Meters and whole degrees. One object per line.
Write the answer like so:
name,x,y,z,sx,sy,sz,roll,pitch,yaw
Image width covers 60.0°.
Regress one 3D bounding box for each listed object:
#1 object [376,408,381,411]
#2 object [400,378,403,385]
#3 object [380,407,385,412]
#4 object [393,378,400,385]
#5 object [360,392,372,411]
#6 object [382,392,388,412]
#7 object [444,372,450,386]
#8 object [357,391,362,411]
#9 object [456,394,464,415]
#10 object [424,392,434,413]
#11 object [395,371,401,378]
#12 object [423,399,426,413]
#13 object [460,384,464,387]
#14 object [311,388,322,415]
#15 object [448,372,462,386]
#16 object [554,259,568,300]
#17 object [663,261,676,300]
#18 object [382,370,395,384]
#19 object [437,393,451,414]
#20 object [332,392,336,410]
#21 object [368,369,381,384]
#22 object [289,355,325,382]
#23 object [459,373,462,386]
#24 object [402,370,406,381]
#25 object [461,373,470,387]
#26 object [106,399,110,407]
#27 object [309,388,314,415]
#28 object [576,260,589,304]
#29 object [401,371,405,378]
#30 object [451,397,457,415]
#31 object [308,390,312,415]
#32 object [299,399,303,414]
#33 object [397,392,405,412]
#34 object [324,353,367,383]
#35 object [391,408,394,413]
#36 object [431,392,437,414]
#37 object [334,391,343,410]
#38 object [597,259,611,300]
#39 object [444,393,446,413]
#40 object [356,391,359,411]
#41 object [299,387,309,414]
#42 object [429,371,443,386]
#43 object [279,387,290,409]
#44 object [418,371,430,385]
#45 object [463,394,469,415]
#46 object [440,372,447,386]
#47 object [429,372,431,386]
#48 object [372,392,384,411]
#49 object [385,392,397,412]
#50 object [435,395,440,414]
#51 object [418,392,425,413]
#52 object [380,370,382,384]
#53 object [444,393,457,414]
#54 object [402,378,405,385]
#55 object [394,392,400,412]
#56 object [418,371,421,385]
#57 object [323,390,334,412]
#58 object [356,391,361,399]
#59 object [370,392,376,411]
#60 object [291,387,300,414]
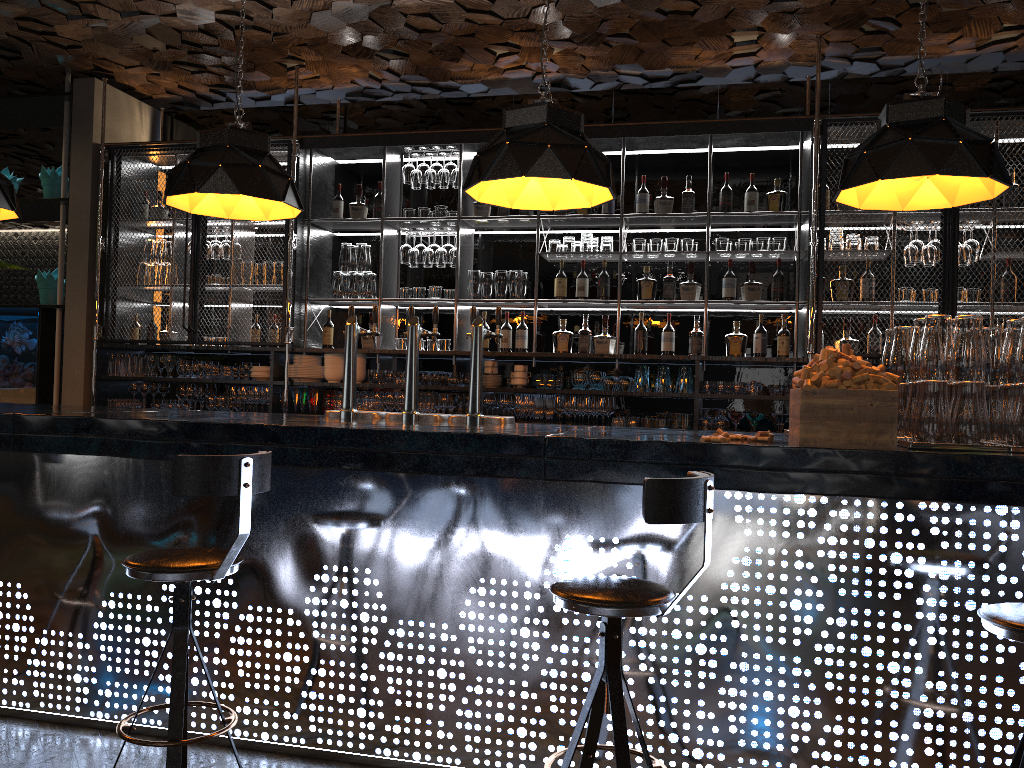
object,-0.980,0.164,6.397,0.082,0.213,0.082,2,-1,1
object,-0.794,-0.019,6.256,0.049,0.048,0.044,2,-1,-45
object,-0.957,0.166,6.483,0.082,0.213,0.082,2,-1,4
object,-0.806,-0.020,6.201,0.044,0.048,0.049,2,-1,-34
object,-1.029,0.161,6.224,0.082,0.213,0.082,1,-1,43
object,-0.902,0.164,6.329,0.084,0.216,0.084,1,-1,25
object,-0.477,-0.035,6.318,0.093,0.099,0.093,2,-1,1
object,-1.096,0.160,6.332,0.082,0.213,0.082,2,-1,-7
object,-0.358,0.179,6.141,0.071,0.217,0.071,2,-1,22
object,-0.575,0.167,6.104,0.071,0.226,0.071,2,-1,-15
object,-0.843,-0.045,6.366,0.100,0.100,0.089,2,-1,-35
object,-0.620,0.167,6.242,0.071,0.226,0.071,2,-1,-15
object,-0.364,-0.029,6.347,0.095,0.096,0.095,1,-1,30
object,-1.402,0.142,6.340,0.073,0.229,0.073,2,-1,2
object,-0.390,-0.033,6.076,0.095,0.096,0.095,2,-1,-13
object,0.340,-0.711,6.137,0.086,0.299,0.086,2,-1,-28
object,1.059,-0.683,5.961,0.083,0.282,0.083,2,-1,13
object,-0.871,-0.047,6.248,0.100,0.100,0.089,2,-1,-40
object,-0.472,0.175,6.111,0.092,0.218,0.092,2,-1,-26
object,-1.283,0.154,6.379,0.082,0.213,0.082,2,-1,6
object,-0.964,-0.050,6.213,0.100,0.100,0.089,2,-1,18
object,-1.490,-0.112,6.456,0.306,0.195,0.300,2,-1,15
object,-0.392,-0.032,6.183,0.095,0.096,0.095,2,-1,14
object,-0.717,-0.043,6.215,0.109,0.100,0.109,2,-1,-4
object,-0.305,-0.030,6.129,0.095,0.096,0.095,1,-1,37
object,-3.061,0.161,6.720,0.028,0.097,0.028,2,-1,3
object,-1.435,0.142,6.423,0.073,0.229,0.073,2,-1,2
object,0.488,-0.708,6.128,0.086,0.298,0.086,2,-1,-28
object,-0.815,-0.043,6.463,0.089,0.100,0.100,2,-1,7
object,-0.429,0.179,6.350,0.092,0.218,0.092,2,-1,-26
object,-1.474,0.142,6.499,0.073,0.229,0.073,2,-1,2
object,-1.567,0.140,6.625,0.073,0.229,0.073,2,-1,2
object,-0.759,0.167,6.156,0.084,0.216,0.084,2,-1,-34
object,-1.197,-0.115,6.352,0.309,0.216,0.149,2,-1,11
object,-0.874,0.166,6.462,0.084,0.216,0.084,2,-1,-38
object,-0.557,0.168,6.183,0.071,0.226,0.071,2,-1,-15
object,-1.219,0.155,6.272,0.082,0.213,0.082,1,-1,43
object,0.629,-0.704,6.066,0.086,0.297,0.086,2,-1,-28
object,-0.490,0.177,6.364,0.092,0.218,0.092,2,-1,-26
object,-1.118,0.158,6.247,0.082,0.213,0.082,2,-1,-43
object,-1.496,0.139,6.367,0.073,0.229,0.073,2,-1,2
object,-0.526,-0.038,6.118,0.093,0.099,0.093,1,-1,33
object,-1.642,0.135,6.381,0.073,0.229,0.073,2,-1,2
object,-0.613,-0.040,6.187,0.093,0.099,0.093,1,-1,30
object,-0.307,0.180,6.089,0.071,0.217,0.071,2,-1,22
object,-0.506,-0.037,6.221,0.093,0.099,0.093,2,-1,-15
object,-0.588,-0.038,6.292,0.093,0.099,0.093,2,-1,1
object,-0.938,0.161,6.200,0.084,0.216,0.084,2,-1,2
object,-0.847,0.164,6.177,0.084,0.216,0.084,1,-1,29
object,-0.521,0.175,6.261,0.092,0.218,0.092,2,-1,-26
object,-0.637,0.166,6.160,0.071,0.226,0.071,2,-1,-15
object,-0.945,-0.049,6.325,0.100,0.100,0.089,2,-1,-14
object,-0.431,0.177,6.213,0.092,0.218,0.092,2,-1,-26
object,-0.775,-0.018,6.303,0.049,0.048,0.044,2,-1,1
object,-0.814,0.167,6.304,0.084,0.216,0.084,2,-1,6
object,-0.680,-0.040,6.370,0.109,0.100,0.109,2,-1,-4
object,-1.306,0.153,6.292,0.082,0.213,0.082,1,-1,43
object,-1.150,0.160,6.527,0.082,0.213,0.082,1,-1,44
object,-1.001,0.163,6.311,0.082,0.213,0.082,2,-1,-6
object,-1.567,0.138,6.436,0.073,0.229,0.073,2,-1,2
